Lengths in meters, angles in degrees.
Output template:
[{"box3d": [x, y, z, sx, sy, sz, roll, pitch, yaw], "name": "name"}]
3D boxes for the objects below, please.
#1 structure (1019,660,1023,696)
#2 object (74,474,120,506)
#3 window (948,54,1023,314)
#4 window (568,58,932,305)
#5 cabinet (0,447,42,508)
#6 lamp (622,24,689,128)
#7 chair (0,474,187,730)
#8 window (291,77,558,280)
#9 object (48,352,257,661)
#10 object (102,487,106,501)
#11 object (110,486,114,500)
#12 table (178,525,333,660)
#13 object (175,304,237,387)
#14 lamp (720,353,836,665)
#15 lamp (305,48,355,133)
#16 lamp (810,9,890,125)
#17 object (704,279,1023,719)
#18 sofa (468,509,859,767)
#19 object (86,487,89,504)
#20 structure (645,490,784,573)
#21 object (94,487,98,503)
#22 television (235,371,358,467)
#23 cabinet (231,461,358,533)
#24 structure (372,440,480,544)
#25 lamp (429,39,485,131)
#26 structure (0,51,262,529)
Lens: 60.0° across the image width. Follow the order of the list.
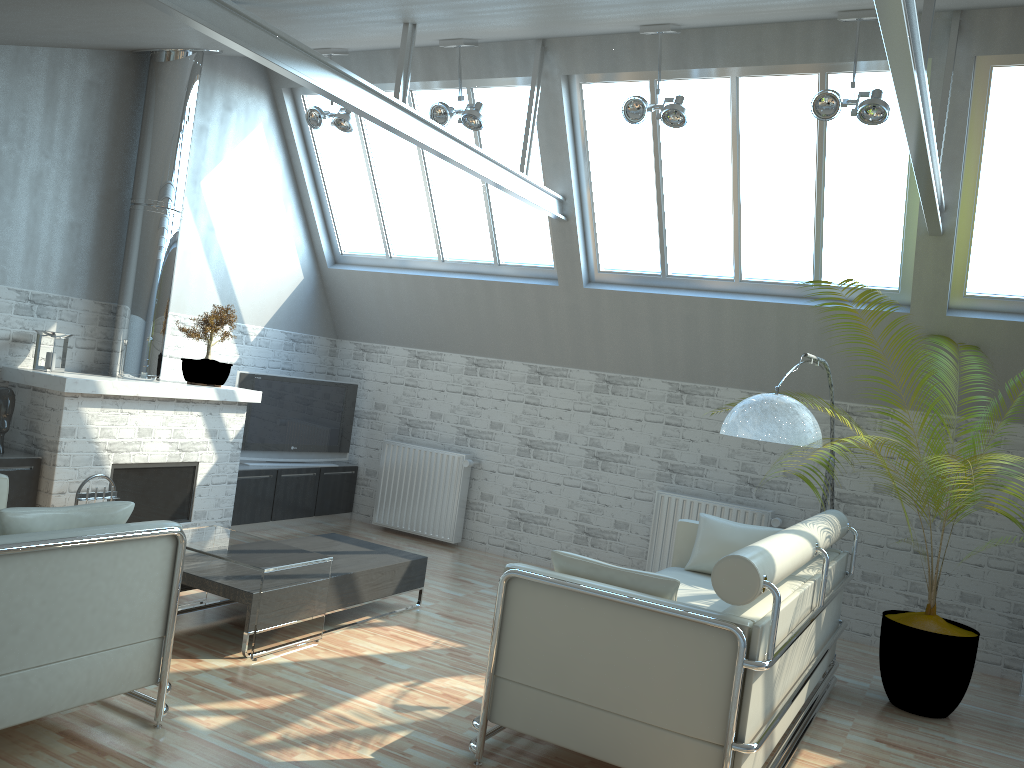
[{"box3d": [7.543, 2.593, 7.314, 5.366, 2.781, 6.483, 8, 0, 28], "name": "structure"}, {"box3d": [-5.228, 1.677, 11.064, 0.412, 1.124, 0.584, 8, 0, 28], "name": "object"}, {"box3d": [7.524, -2.129, 9.733, 4.651, 2.787, 1.897, 8, 0, 28], "name": "window"}, {"box3d": [3.075, -2.744, 12.108, 4.651, 2.787, 1.897, 8, 0, 28], "name": "window"}, {"box3d": [-7.289, 1.338, 9.054, 0.914, 1.270, 4.572, 8, 0, 28], "name": "cabinet"}, {"box3d": [1.741, -3.721, 10.625, 0.808, 1.172, 0.618, 8, 0, 32], "name": "lamp"}, {"box3d": [-4.078, 1.418, 6.487, 2.507, 2.001, 2.201, 8, 0, 28], "name": "chair"}, {"box3d": [-1.373, -3.359, 14.483, 4.651, 2.787, 1.897, 8, 0, 28], "name": "window"}, {"box3d": [-4.330, 1.085, 9.701, 4.859, 2.558, 1.528, 8, 0, 27], "name": "object"}, {"box3d": [-5.134, 1.706, 11.065, 0.025, 0.855, 0.025, 7, 0, -40], "name": "object"}, {"box3d": [-5.083, 1.721, 11.165, 0.155, 0.873, 0.026, 8, 0, 29], "name": "object"}, {"box3d": [-2.921, 2.110, 9.251, 1.726, 0.867, 1.015, 8, 0, 28], "name": "table"}, {"box3d": [-4.529, -0.615, 13.050, 0.572, 1.265, 1.115, 8, 0, 32], "name": "object"}, {"box3d": [3.531, 1.556, 10.585, 1.015, 3.709, 4.621, 8, 0, 34], "name": "lamp"}, {"box3d": [-2.669, -4.331, 12.979, 0.808, 1.172, 0.619, 8, 0, 32], "name": "lamp"}, {"box3d": [3.693, -3.451, 9.583, 0.808, 1.172, 0.619, 8, 0, 32], "name": "lamp"}, {"box3d": [3.973, 1.288, 9.633, 3.777, 4.386, 5.015, 8, 0, 3], "name": "object"}, {"box3d": [1.815, 2.206, 8.539, 2.199, 1.999, 4.866, 8, 0, 28], "name": "sofa"}, {"box3d": [-5.197, 1.729, 10.824, 0.146, 0.916, 0.131, 8, 0, 28], "name": "object"}, {"box3d": [2.979, 2.496, 13.153, 1.892, 1.524, 0.508, 8, 0, 28], "name": "structure"}, {"box3d": [-5.135, 1.745, 10.953, 0.145, 0.932, 0.065, 8, 0, 9], "name": "object"}, {"box3d": [-3.793, 0.628, 15.308, 0.592, 1.514, 2.577, 8, 0, 38], "name": "television"}, {"box3d": [-4.061, 1.869, 15.265, 0.908, 1.016, 3.234, 8, 0, 28], "name": "cabinet"}, {"box3d": [-1.518, 1.874, 15.554, 1.892, 1.524, 0.508, 8, 0, 28], "name": "structure"}, {"box3d": [-0.734, -4.063, 11.946, 0.808, 1.172, 0.619, 8, 0, 32], "name": "lamp"}, {"box3d": [-4.973, -1.345, 12.378, 1.309, 7.180, 3.302, 8, 0, 28], "name": "structure"}]
